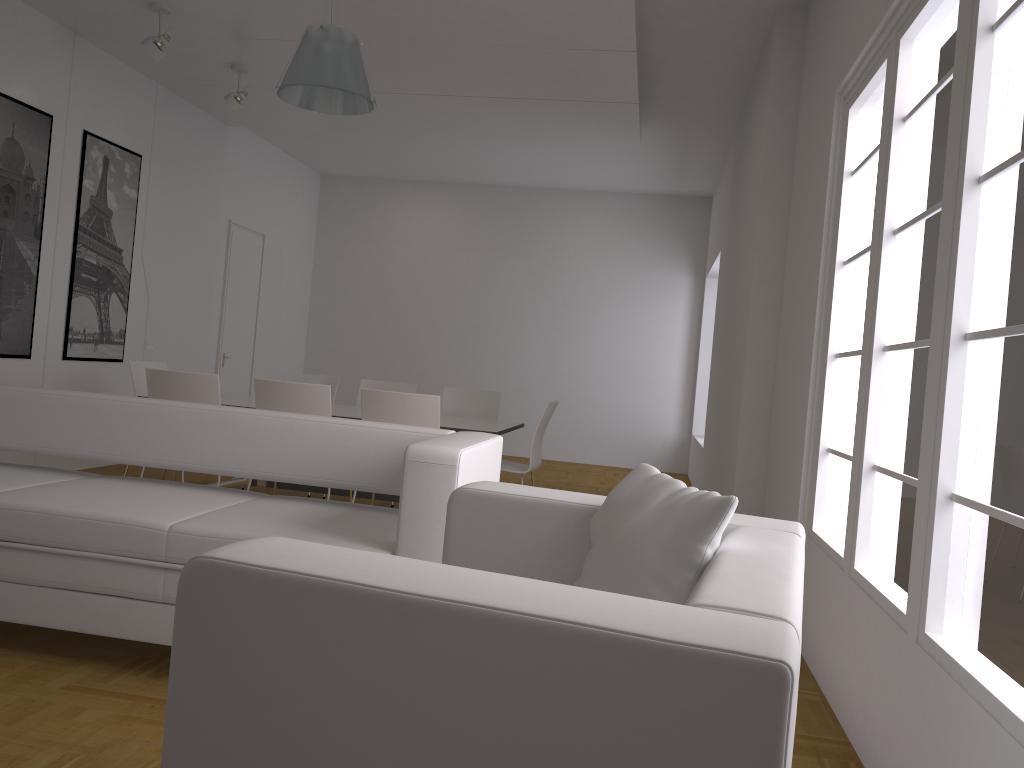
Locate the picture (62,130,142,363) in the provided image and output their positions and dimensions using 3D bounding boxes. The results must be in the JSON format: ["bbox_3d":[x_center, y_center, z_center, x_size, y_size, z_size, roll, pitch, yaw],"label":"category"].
[{"bbox_3d":[-3.301,-1.069,7.192,0.016,1.780,0.786,5,0,9],"label":"picture"}]

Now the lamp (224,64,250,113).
[{"bbox_3d":[-2.208,-2.353,7.082,0.167,0.364,0.174,5,0,-38],"label":"lamp"}]

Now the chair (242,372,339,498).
[{"bbox_3d":[-1.735,0.384,7.100,0.561,0.931,0.575,5,0,9],"label":"chair"}]

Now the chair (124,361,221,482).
[{"bbox_3d":[-2.454,0.323,6.409,0.575,0.931,0.561,5,0,9],"label":"chair"}]

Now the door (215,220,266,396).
[{"bbox_3d":[-3.087,-0.550,9.978,0.132,2.453,0.871,5,0,9],"label":"door"}]

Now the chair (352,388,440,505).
[{"bbox_3d":[-0.648,0.509,5.353,0.561,0.931,0.575,5,0,9],"label":"chair"}]

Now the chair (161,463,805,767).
[{"bbox_3d":[0.064,0.614,1.553,0.802,0.911,1.096,5,0,19],"label":"chair"}]

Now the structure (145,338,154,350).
[{"bbox_3d":[-3.252,-0.358,7.958,0.013,0.104,0.114,5,0,9],"label":"structure"}]

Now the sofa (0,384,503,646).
[{"bbox_3d":[-1.420,0.499,3.309,2.623,0.849,0.822,5,0,9],"label":"sofa"}]

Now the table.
[{"bbox_3d":[-1.216,0.545,6.229,2.411,0.722,1.210,5,1,9],"label":"table"}]

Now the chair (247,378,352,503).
[{"bbox_3d":[-1.298,0.449,5.455,0.561,0.931,0.575,5,0,9],"label":"chair"}]

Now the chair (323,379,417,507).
[{"bbox_3d":[-1.085,0.444,6.998,0.561,0.931,0.575,5,0,9],"label":"chair"}]

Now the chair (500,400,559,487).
[{"bbox_3d":[-0.008,0.556,6.023,0.575,0.931,0.561,5,0,9],"label":"chair"}]

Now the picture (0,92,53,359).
[{"bbox_3d":[-3.478,-1.067,6.064,0.013,1.780,0.786,5,0,9],"label":"picture"}]

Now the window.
[{"bbox_3d":[1.192,-0.085,2.359,0.195,2.528,3.349,5,0,9],"label":"window"}]

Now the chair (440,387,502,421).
[{"bbox_3d":[-0.395,0.508,6.889,0.561,0.931,0.575,5,0,9],"label":"chair"}]

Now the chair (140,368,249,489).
[{"bbox_3d":[-1.988,0.385,5.564,0.561,0.931,0.575,5,0,9],"label":"chair"}]

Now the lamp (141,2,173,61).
[{"bbox_3d":[-2.386,-2.351,5.939,0.167,0.364,0.174,5,0,-38],"label":"lamp"}]

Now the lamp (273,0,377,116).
[{"bbox_3d":[-0.791,-1.910,4.037,0.464,1.250,0.464,5,0,8],"label":"lamp"}]
